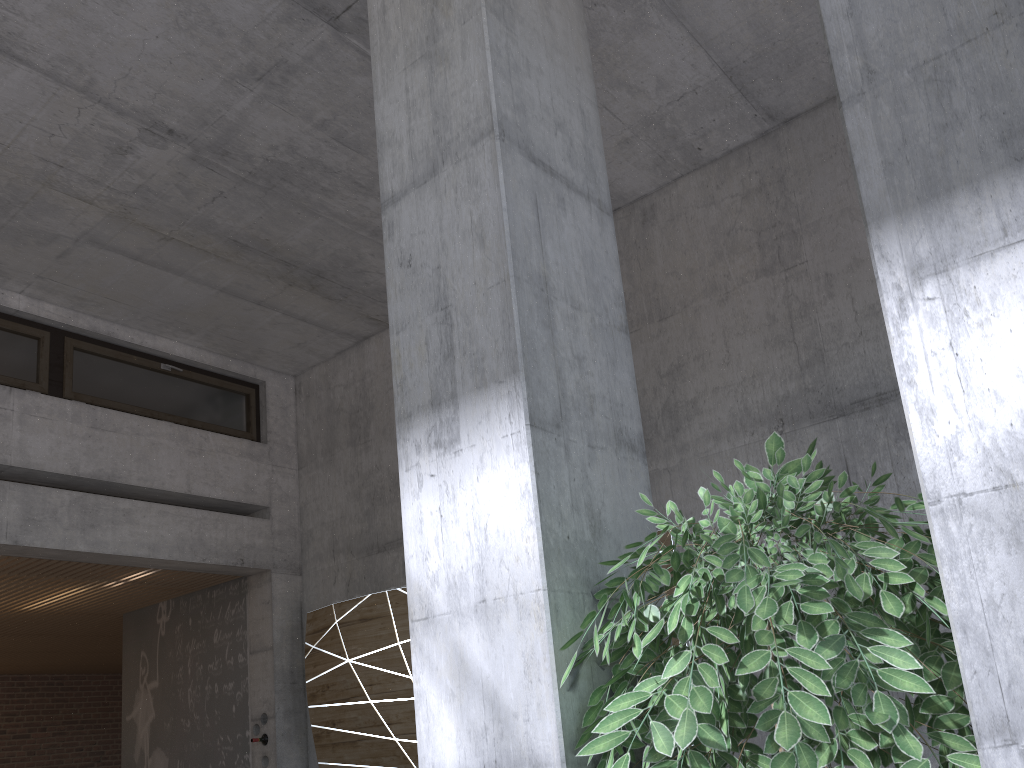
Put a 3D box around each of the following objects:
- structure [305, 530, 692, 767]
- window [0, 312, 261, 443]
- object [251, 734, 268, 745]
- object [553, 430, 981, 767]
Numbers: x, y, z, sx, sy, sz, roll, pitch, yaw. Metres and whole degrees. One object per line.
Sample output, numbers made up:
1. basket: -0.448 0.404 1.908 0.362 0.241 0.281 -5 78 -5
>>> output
1. structure: -0.341 2.101 6.192 3.493 1.474 0.365 -21 -21 36
2. window: -4.951 -0.728 4.727 0.116 0.583 8.611 -16 -24 35
3. object: -2.032 2.968 7.330 0.092 0.087 0.342 -19 -25 34
4. object: 0.638 1.009 1.639 1.001 1.790 1.005 -7 -16 4
